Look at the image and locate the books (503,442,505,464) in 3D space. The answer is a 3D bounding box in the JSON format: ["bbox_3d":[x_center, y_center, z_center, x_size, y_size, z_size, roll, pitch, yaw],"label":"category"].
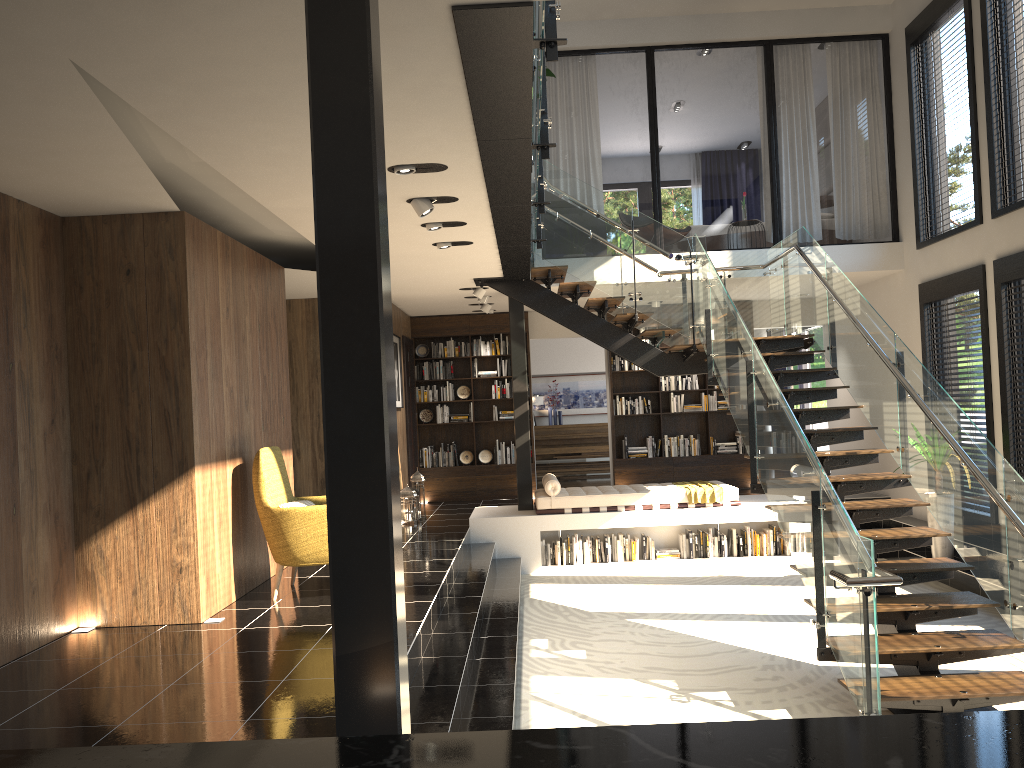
[{"bbox_3d":[-0.112,0.997,12.852,0.019,0.321,0.161,-3,-1,1],"label":"books"}]

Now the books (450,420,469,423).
[{"bbox_3d":[-0.761,0.541,12.881,0.262,0.032,0.154,-3,-2,3],"label":"books"}]

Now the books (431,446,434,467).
[{"bbox_3d":[-1.146,1.054,12.891,0.020,0.304,0.189,-3,-1,1],"label":"books"}]

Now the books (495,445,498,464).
[{"bbox_3d":[-0.221,1.024,12.867,0.024,0.278,0.135,-3,-1,1],"label":"books"}]

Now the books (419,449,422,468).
[{"bbox_3d":[-1.317,1.084,12.906,0.032,0.261,0.195,-3,-1,1],"label":"books"}]

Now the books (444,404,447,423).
[{"bbox_3d":[-0.962,0.427,12.878,0.032,0.279,0.133,-3,-1,1],"label":"books"}]

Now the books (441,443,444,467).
[{"bbox_3d":[-1.002,1.028,12.850,0.016,0.341,0.217,-3,-1,1],"label":"books"}]

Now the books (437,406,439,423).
[{"bbox_3d":[-1.066,0.442,12.857,0.026,0.257,0.192,-3,-1,1],"label":"books"}]

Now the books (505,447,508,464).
[{"bbox_3d":[-0.083,1.031,12.871,0.034,0.250,0.115,-3,-1,1],"label":"books"}]

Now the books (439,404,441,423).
[{"bbox_3d":[-1.043,0.432,12.868,0.018,0.275,0.144,-3,-1,1],"label":"books"}]

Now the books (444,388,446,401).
[{"bbox_3d":[-0.969,0.152,12.878,0.025,0.193,0.172,-3,-1,1],"label":"books"}]

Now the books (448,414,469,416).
[{"bbox_3d":[-0.765,0.448,12.864,0.292,0.013,0.187,-3,-2,3],"label":"books"}]

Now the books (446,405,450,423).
[{"bbox_3d":[-0.930,0.439,12.895,0.030,0.253,0.138,-3,-1,1],"label":"books"}]

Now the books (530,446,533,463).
[{"bbox_3d":[0.280,1.016,12.846,0.029,0.247,0.139,-3,-1,1],"label":"books"}]

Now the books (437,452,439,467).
[{"bbox_3d":[-1.064,1.099,12.889,0.029,0.206,0.167,-3,-1,1],"label":"books"}]

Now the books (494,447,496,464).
[{"bbox_3d":[-0.243,1.042,12.875,0.023,0.244,0.135,-3,-1,1],"label":"books"}]

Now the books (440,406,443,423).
[{"bbox_3d":[-1.017,0.447,12.893,0.032,0.245,0.120,-3,-1,1],"label":"books"}]

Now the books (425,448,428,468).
[{"bbox_3d":[-1.241,1.069,12.898,0.030,0.282,0.170,-3,-1,1],"label":"books"}]

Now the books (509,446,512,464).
[{"bbox_3d":[-0.017,1.023,12.864,0.025,0.260,0.114,-3,-1,1],"label":"books"}]

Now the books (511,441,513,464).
[{"bbox_3d":[-0.001,0.991,12.840,0.012,0.322,0.177,-3,-1,1],"label":"books"}]

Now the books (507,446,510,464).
[{"bbox_3d":[-0.049,1.027,12.851,0.037,0.255,0.145,-3,-1,1],"label":"books"}]

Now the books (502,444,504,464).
[{"bbox_3d":[-0.130,1.014,12.868,0.019,0.289,0.145,-3,-1,1],"label":"books"}]

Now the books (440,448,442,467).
[{"bbox_3d":[-1.017,1.059,12.867,0.017,0.282,0.232,-3,-1,1],"label":"books"}]

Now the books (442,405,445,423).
[{"bbox_3d":[-0.990,0.435,12.886,0.024,0.265,0.148,-3,-1,1],"label":"books"}]

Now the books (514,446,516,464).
[{"bbox_3d":[0.047,1.025,12.857,0.022,0.250,0.144,-3,-1,1],"label":"books"}]

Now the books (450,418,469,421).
[{"bbox_3d":[-0.762,0.514,12.883,0.266,0.021,0.152,-3,-2,-1],"label":"books"}]

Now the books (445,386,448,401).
[{"bbox_3d":[-0.943,0.141,12.902,0.027,0.214,0.159,-3,-1,1],"label":"books"}]

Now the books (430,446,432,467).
[{"bbox_3d":[-1.165,1.056,12.897,0.018,0.301,0.195,-3,-1,1],"label":"books"}]

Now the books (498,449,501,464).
[{"bbox_3d":[-0.173,1.053,12.867,0.034,0.215,0.104,-3,-1,1],"label":"books"}]

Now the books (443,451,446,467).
[{"bbox_3d":[-0.973,1.087,12.887,0.034,0.223,0.209,-3,-1,1],"label":"books"}]

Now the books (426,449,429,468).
[{"bbox_3d":[-1.216,1.074,12.866,0.022,0.269,0.216,-3,-1,1],"label":"books"}]

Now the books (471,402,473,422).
[{"bbox_3d":[-0.576,0.405,12.855,0.018,0.286,0.157,-3,-1,1],"label":"books"}]

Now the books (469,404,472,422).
[{"bbox_3d":[-0.600,0.419,12.880,0.032,0.261,0.157,-3,-1,1],"label":"books"}]

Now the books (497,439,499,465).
[{"bbox_3d":[-0.203,0.981,12.825,0.017,0.359,0.189,-3,-1,1],"label":"books"}]

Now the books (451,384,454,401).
[{"bbox_3d":[-0.861,0.122,12.900,0.023,0.244,0.133,-3,-1,1],"label":"books"}]

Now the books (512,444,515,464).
[{"bbox_3d":[0.021,1.008,12.843,0.029,0.286,0.138,-3,-1,1],"label":"books"}]

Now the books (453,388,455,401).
[{"bbox_3d":[-0.841,0.153,12.889,0.015,0.181,0.136,-3,-1,1],"label":"books"}]

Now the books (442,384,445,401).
[{"bbox_3d":[-0.993,0.128,12.890,0.020,0.243,0.154,-3,-1,1],"label":"books"}]

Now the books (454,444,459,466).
[{"bbox_3d":[-0.807,1.032,12.864,0.042,0.315,0.193,-3,-1,1],"label":"books"}]

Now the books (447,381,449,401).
[{"bbox_3d":[-0.923,0.104,12.877,0.018,0.284,0.198,-3,-1,1],"label":"books"}]

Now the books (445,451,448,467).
[{"bbox_3d":[-0.938,1.085,12.886,0.036,0.222,0.173,-3,-1,1],"label":"books"}]

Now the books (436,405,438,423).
[{"bbox_3d":[-1.088,0.441,12.894,0.020,0.264,0.152,-3,-1,1],"label":"books"}]

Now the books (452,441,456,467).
[{"bbox_3d":[-0.839,1.012,12.842,0.019,0.356,0.235,-3,-1,1],"label":"books"}]

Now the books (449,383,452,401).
[{"bbox_3d":[-0.884,0.115,12.879,0.021,0.260,0.197,-3,-1,1],"label":"books"}]

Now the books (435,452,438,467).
[{"bbox_3d":[-1.089,1.094,12.863,0.021,0.217,0.220,-3,-1,1],"label":"books"}]

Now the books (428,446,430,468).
[{"bbox_3d":[-1.197,1.056,12.871,0.016,0.304,0.217,-3,-1,1],"label":"books"}]

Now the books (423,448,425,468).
[{"bbox_3d":[-1.263,1.070,12.881,0.014,0.282,0.232,-3,-1,1],"label":"books"}]

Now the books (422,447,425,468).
[{"bbox_3d":[-1.286,1.069,12.913,0.032,0.288,0.180,-3,-1,1],"label":"books"}]

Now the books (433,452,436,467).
[{"bbox_3d":[-1.116,1.099,12.911,0.035,0.212,0.159,-3,-1,1],"label":"books"}]

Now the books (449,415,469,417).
[{"bbox_3d":[-0.766,0.463,12.872,0.293,0.016,0.174,-3,-2,0],"label":"books"}]

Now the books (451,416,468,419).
[{"bbox_3d":[-0.763,0.488,12.884,0.244,0.033,0.142,-3,-2,-3],"label":"books"}]

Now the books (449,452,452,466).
[{"bbox_3d":[-0.888,1.090,12.885,0.033,0.208,0.192,-3,-1,1],"label":"books"}]

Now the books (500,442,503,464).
[{"bbox_3d":[-0.149,1.001,12.867,0.019,0.317,0.122,-3,-1,1],"label":"books"}]

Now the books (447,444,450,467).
[{"bbox_3d":[-0.915,1.034,12.866,0.016,0.322,0.219,-3,-1,1],"label":"books"}]

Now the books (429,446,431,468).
[{"bbox_3d":[-1.182,1.054,12.864,0.015,0.306,0.222,-3,-1,1],"label":"books"}]

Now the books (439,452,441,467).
[{"bbox_3d":[-1.037,1.090,12.879,0.026,0.222,0.209,-3,-1,1],"label":"books"}]

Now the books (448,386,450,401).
[{"bbox_3d":[-0.903,0.141,12.891,0.018,0.210,0.157,-3,-1,1],"label":"books"}]

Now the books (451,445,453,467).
[{"bbox_3d":[-0.860,1.040,12.865,0.027,0.304,0.204,-3,-1,1],"label":"books"}]
